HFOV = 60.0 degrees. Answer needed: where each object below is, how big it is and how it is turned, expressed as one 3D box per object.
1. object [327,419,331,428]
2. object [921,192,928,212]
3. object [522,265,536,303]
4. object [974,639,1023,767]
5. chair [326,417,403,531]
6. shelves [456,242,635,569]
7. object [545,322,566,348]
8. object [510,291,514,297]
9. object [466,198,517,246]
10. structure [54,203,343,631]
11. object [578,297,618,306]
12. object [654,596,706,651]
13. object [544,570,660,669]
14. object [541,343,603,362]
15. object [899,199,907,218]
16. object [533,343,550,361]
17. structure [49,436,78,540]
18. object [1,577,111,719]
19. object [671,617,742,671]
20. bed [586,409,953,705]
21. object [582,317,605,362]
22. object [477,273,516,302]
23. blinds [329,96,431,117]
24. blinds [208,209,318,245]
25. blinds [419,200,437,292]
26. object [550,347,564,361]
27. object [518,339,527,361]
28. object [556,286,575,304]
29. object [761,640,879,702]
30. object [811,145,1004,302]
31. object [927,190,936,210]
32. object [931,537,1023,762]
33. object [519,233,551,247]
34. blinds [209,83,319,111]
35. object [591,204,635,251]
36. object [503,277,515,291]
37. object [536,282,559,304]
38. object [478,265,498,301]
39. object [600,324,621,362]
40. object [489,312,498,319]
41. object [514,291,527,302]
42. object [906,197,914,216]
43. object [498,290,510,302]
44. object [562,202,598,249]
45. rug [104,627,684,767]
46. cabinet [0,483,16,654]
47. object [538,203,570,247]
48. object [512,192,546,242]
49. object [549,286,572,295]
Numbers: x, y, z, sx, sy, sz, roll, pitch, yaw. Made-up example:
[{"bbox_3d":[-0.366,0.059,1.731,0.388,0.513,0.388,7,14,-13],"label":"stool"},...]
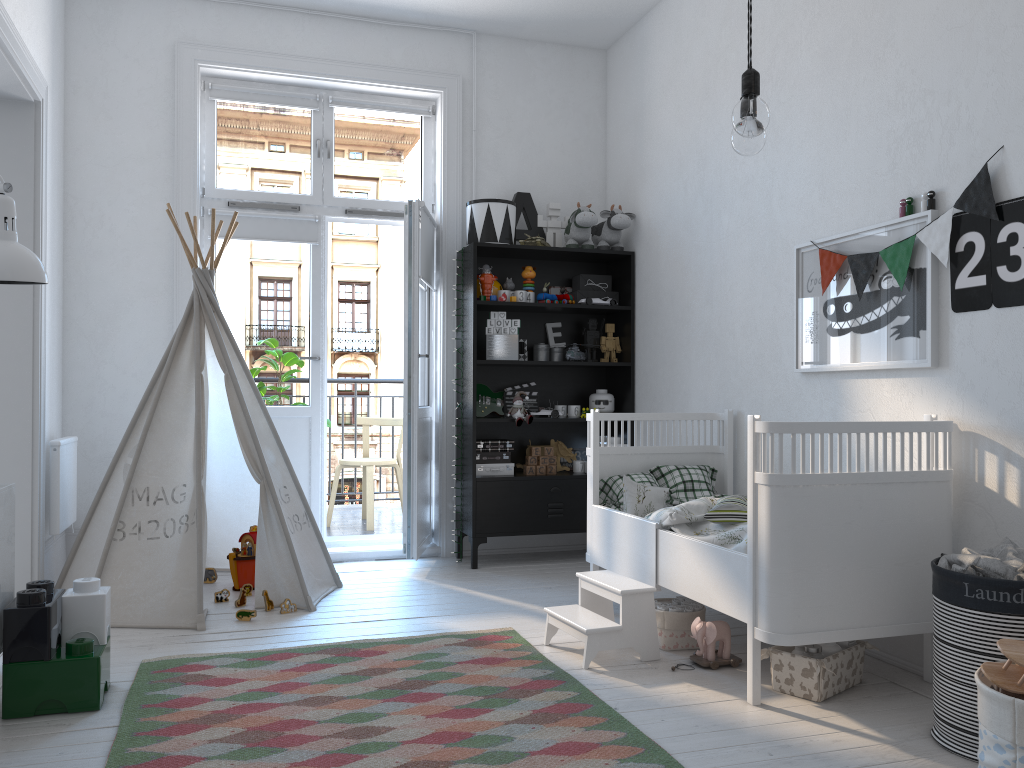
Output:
[{"bbox_3d":[-1.529,0.319,5.772,0.720,1.225,0.489,0,0,-8],"label":"object"},{"bbox_3d":[1.311,-0.576,2.812,0.025,0.064,0.025,0,0,-22],"label":"object"},{"bbox_3d":[0.090,-0.532,4.767,0.077,0.213,0.077,0,0,16],"label":"object"},{"bbox_3d":[1.199,0.735,1.896,0.379,0.367,0.378,0,-1,42],"label":"object"},{"bbox_3d":[-0.951,0.580,5.928,0.436,0.715,0.498,0,-1,27],"label":"chair"},{"bbox_3d":[0.182,0.115,4.842,0.911,1.677,0.353,0,0,-18],"label":"shelves"},{"bbox_3d":[0.247,-0.274,5.013,0.107,0.151,0.055,0,0,-18],"label":"object"},{"bbox_3d":[-0.005,-0.459,4.757,0.067,0.067,0.067,1,-1,-44],"label":"object"},{"bbox_3d":[-0.100,-0.854,4.824,0.272,0.259,0.395,0,-1,11],"label":"object"},{"bbox_3d":[-1.360,0.068,3.902,1.143,1.749,1.143,1,-1,-42],"label":"structure"},{"bbox_3d":[0.468,-0.446,4.839,0.230,0.048,0.098,1,-1,-28],"label":"object"},{"bbox_3d":[0.585,0.858,3.194,0.215,0.148,0.240,0,-1,-11],"label":"object"},{"bbox_3d":[0.307,0.805,3.074,0.288,0.245,0.332,0,-1,-23],"label":"object"},{"bbox_3d":[0.344,-0.170,4.877,0.368,0.106,0.349,0,-1,-16],"label":"object"},{"bbox_3d":[1.283,-0.575,2.906,0.025,0.064,0.025,0,0,-22],"label":"object"},{"bbox_3d":[0.164,-0.172,4.941,0.095,0.110,0.095,0,-1,-13],"label":"object"},{"bbox_3d":[-2.022,0.472,4.018,0.075,0.460,0.635,0,-1,-21],"label":"structure"},{"bbox_3d":[-1.301,0.743,2.550,0.246,0.331,0.246,0,-1,-18],"label":"object"},{"bbox_3d":[0.627,0.852,2.923,0.254,0.151,0.125,0,-1,-19],"label":"object"},{"bbox_3d":[0.822,0.516,3.211,0.670,0.832,1.404,0,-1,-18],"label":"bed"},{"bbox_3d":[0.456,-0.245,4.967,0.117,0.259,0.081,0,0,-18],"label":"object"},{"bbox_3d":[-0.116,-0.524,4.750,0.197,0.197,0.318,0,-1,-21],"label":"object"},{"bbox_3d":[-0.724,-1.537,4.913,0.565,0.060,0.032,0,-1,-18],"label":"blinds"},{"bbox_3d":[-1.318,-0.835,4.718,0.565,0.158,0.032,0,0,-18],"label":"blinds"},{"bbox_3d":[-0.441,-0.716,4.703,0.032,0.390,0.565,0,-1,2],"label":"blinds"},{"bbox_3d":[0.283,-0.164,4.892,0.078,0.091,0.246,0,-1,-23],"label":"object"},{"bbox_3d":[0.050,-0.184,4.940,0.070,0.134,0.028,0,0,-18],"label":"object"},{"bbox_3d":[0.285,-0.485,4.874,0.122,0.112,0.087,0,-1,43],"label":"object"},{"bbox_3d":[0.938,0.843,2.712,0.360,0.163,0.242,1,-1,-43],"label":"object"},{"bbox_3d":[1.262,-0.494,2.951,0.058,0.415,0.905,0,-1,-19],"label":"object"},{"bbox_3d":[1.319,-0.576,2.788,0.025,0.064,0.025,0,0,-25],"label":"object"},{"bbox_3d":[1.260,0.661,2.259,0.345,0.513,0.346,0,-1,-27],"label":"object"},{"bbox_3d":[0.117,-0.774,4.779,0.121,0.100,0.338,0,-1,17],"label":"object"},{"bbox_3d":[-1.315,-1.529,4.723,0.565,0.087,0.032,0,-1,-18],"label":"blinds"},{"bbox_3d":[0.508,-0.843,4.897,0.211,0.253,0.386,1,-1,-34],"label":"object"},{"bbox_3d":[-0.016,-0.504,4.862,0.063,0.160,0.063,1,-1,-39],"label":"object"},{"bbox_3d":[0.194,-0.487,4.800,0.121,0.126,0.087,1,-1,-41],"label":"object"},{"bbox_3d":[-0.126,-0.529,4.673,0.105,0.203,0.072,0,0,-10],"label":"object"},{"bbox_3d":[0.547,-0.225,4.931,0.114,0.221,0.052,0,0,-18],"label":"object"},{"bbox_3d":[-0.095,-0.359,4.670,0.040,0.040,0.040,0,-1,-13],"label":"object"},{"bbox_3d":[0.045,-0.460,4.711,0.067,0.067,0.067,0,-1,-17],"label":"object"},{"bbox_3d":[1.291,-0.575,2.879,0.025,0.064,0.025,0,0,-20],"label":"object"},{"bbox_3d":[-0.043,-0.460,4.699,0.067,0.067,0.067,0,-1,-17],"label":"object"},{"bbox_3d":[0.365,-0.844,4.846,0.154,0.253,0.370,0,-1,-10],"label":"object"},{"bbox_3d":[-0.315,0.905,2.199,1.320,0.016,2.029,0,-1,-18],"label":"rug"},{"bbox_3d":[-1.388,0.508,2.098,0.183,0.454,0.970,0,-1,-18],"label":"cabinet"},{"bbox_3d":[0.234,-0.865,4.978,0.190,0.290,0.065,0,0,-13],"label":"object"},{"bbox_3d":[0.059,-0.893,4.954,0.343,0.344,0.057,0,0,-18],"label":"object"},{"bbox_3d":[0.378,-0.488,5.068,0.347,0.131,0.037,0,0,-18],"label":"object"}]
